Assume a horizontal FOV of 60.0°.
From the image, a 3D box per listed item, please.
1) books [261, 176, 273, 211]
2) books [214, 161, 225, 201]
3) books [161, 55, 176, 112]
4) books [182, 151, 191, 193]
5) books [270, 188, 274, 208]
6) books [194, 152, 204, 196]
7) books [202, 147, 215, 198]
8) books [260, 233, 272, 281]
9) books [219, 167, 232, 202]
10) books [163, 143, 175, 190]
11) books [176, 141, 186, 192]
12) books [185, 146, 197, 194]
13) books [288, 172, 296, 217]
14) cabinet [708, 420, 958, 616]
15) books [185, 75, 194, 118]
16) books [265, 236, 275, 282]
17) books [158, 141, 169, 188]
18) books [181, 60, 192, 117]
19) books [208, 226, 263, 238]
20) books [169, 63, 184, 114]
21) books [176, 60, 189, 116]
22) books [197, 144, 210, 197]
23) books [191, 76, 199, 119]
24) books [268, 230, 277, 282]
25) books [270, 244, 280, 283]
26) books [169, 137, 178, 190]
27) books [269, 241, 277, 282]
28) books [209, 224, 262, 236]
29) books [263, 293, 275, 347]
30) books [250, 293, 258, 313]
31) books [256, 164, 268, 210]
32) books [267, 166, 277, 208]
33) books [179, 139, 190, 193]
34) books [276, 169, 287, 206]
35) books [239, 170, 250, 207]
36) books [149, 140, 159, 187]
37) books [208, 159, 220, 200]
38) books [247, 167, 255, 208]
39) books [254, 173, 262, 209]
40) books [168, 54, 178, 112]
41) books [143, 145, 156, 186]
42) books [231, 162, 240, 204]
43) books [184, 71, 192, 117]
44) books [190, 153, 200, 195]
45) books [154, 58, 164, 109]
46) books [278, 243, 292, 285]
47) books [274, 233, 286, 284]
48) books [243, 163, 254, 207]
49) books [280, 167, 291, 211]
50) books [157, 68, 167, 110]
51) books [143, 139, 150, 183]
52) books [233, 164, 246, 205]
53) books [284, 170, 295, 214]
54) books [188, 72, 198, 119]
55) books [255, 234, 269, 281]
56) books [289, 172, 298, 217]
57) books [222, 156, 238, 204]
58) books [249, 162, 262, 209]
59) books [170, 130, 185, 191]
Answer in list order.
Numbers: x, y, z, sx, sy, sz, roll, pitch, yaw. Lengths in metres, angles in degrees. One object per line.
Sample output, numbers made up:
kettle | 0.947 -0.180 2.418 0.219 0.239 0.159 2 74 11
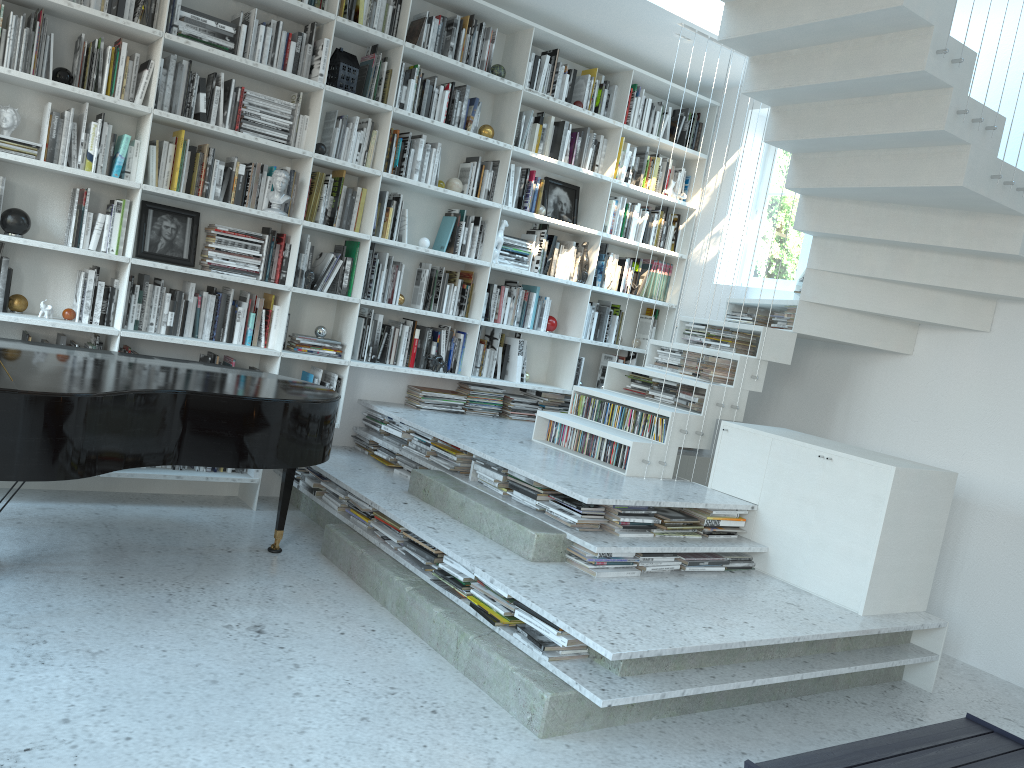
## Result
books | -1.379 -1.048 4.915 0.035 0.201 0.149 7 6 -36
books | -1.594 -1.083 4.754 0.030 0.215 0.168 7 6 -36
books | -1.773 -1.517 4.531 0.026 0.297 0.179 7 6 -36
books | -1.737 -1.110 4.666 0.024 0.229 0.147 7 6 -36
books | -1.351 -1.047 4.940 0.012 0.206 0.145 7 6 -36
books | -1.680 -1.105 4.698 0.025 0.236 0.136 7 6 -36
books | -1.633 -1.113 4.702 0.028 0.268 0.189 7 6 -36
books | -1.400 -0.711 4.966 0.011 0.261 0.184 7 6 -36
books | -1.570 -1.073 4.788 0.050 0.199 0.145 7 6 -36
books | -1.801 -1.124 4.611 0.029 0.240 0.155 7 6 -36
books | -1.744 -1.126 4.611 0.015 0.267 0.189 7 6 -36
books | -1.716 -1.123 4.685 0.028 0.259 0.134 7 6 -36
books | -1.268 -1.064 4.996 0.014 0.261 0.137 7 6 -36
cabinet | 1.504 0.626 4.373 0.552 0.668 0.991 7 6 -36
books | -1.694 -1.475 4.602 0.014 0.233 0.147 7 6 -36
books | -1.388 -0.708 4.989 0.013 0.256 0.162 7 6 -36
books | -1.826 -1.131 4.599 0.026 0.248 0.139 7 6 -36
books | -1.705 -1.510 4.583 0.011 0.300 0.179 7 6 -36
books | -1.520 -0.833 4.864 0.254 0.012 0.160 7 6 -39
books | -1.740 -1.497 4.550 0.025 0.266 0.185 7 6 -36
books | -1.725 -1.511 4.578 0.029 0.295 0.151 7 6 -36
books | -1.656 -1.125 4.701 0.013 0.284 0.176 7 6 -36
books | -1.670 -1.475 4.615 0.011 0.240 0.147 7 6 -36
books | -1.376 -0.722 4.993 0.011 0.288 0.151 7 6 -36
books | -1.362 -0.685 5.017 0.021 0.217 0.132 7 6 -36
books | -1.788 -1.145 4.630 0.010 0.284 0.136 7 6 -36
books | -1.375 -0.695 5.008 0.013 0.233 0.134 7 6 -36
books | -1.516 -0.844 4.861 0.254 0.012 0.160 8 5 -32
books | -1.406 -0.365 5.053 0.011 0.301 0.149 7 6 -36
books | -1.486 -0.368 5.008 0.010 0.284 0.131 7 6 -36
books | -1.399 -1.080 4.898 0.024 0.259 0.126 7 6 -36
books | -1.359 -1.077 4.934 0.014 0.263 0.134 7 6 -36
books | -1.733 -1.133 4.635 0.010 0.281 0.170 7 6 -36
books | -1.312 -1.068 4.957 0.025 0.260 0.130 7 6 -36
books | -1.483 -1.060 4.823 0.029 0.200 0.178 7 6 -36
books | -1.850 -1.131 4.572 0.042 0.242 0.162 7 6 -36
books | -1.616 -1.086 4.737 0.024 0.216 0.175 7 6 -36
books | -1.464 -1.075 4.865 0.025 0.230 0.142 7 6 -36
books | -1.426 -1.058 4.892 0.022 0.207 0.114 7 6 -36
books | -1.766 -1.526 4.557 0.014 0.313 0.133 7 6 -36
books | -1.861 -1.114 4.553 0.053 0.209 0.156 7 6 -36
books | -1.524 -1.083 4.801 0.010 0.234 0.174 7 6 -36
books | -1.702 -1.486 4.594 0.011 0.252 0.152 7 6 -36
books | -1.691 -1.102 4.681 0.012 0.228 0.169 7 6 -36
books | -1.820 -1.509 4.503 0.026 0.267 0.170 7 6 -36
books | -1.315 -0.683 5.016 0.034 0.229 0.199 7 6 -36
books | -1.334 -0.711 5.009 0.011 0.280 0.185 7 6 -36
books | -1.457 -1.078 4.824 0.012 0.245 0.185 7 6 -36
books | -1.296 -1.077 4.979 0.025 0.279 0.108 7 6 -36
books | -1.811 -1.490 4.533 0.027 0.228 0.147 7 6 -36
books | -1.899 -1.135 4.554 0.011 0.235 0.141 7 6 -36
books | -1.503 -1.074 4.803 0.029 0.224 0.185 7 6 -36
books | -1.272 -1.066 4.977 0.014 0.266 0.153 7 6 -36
books | -1.679 -1.482 4.606 0.014 0.250 0.172 7 6 -36
books | -1.412 -0.709 4.962 0.012 0.254 0.160 7 6 -36
books | -1.257 -1.065 5.012 0.023 0.265 0.106 7 6 -36
books | -1.534 -1.097 4.796 0.014 0.259 0.161 7 6 -36
books | -1.430 -1.083 4.863 0.025 0.259 0.150 7 6 -36
books | -1.751 -1.153 4.601 0.014 0.318 0.187 7 6 -36
